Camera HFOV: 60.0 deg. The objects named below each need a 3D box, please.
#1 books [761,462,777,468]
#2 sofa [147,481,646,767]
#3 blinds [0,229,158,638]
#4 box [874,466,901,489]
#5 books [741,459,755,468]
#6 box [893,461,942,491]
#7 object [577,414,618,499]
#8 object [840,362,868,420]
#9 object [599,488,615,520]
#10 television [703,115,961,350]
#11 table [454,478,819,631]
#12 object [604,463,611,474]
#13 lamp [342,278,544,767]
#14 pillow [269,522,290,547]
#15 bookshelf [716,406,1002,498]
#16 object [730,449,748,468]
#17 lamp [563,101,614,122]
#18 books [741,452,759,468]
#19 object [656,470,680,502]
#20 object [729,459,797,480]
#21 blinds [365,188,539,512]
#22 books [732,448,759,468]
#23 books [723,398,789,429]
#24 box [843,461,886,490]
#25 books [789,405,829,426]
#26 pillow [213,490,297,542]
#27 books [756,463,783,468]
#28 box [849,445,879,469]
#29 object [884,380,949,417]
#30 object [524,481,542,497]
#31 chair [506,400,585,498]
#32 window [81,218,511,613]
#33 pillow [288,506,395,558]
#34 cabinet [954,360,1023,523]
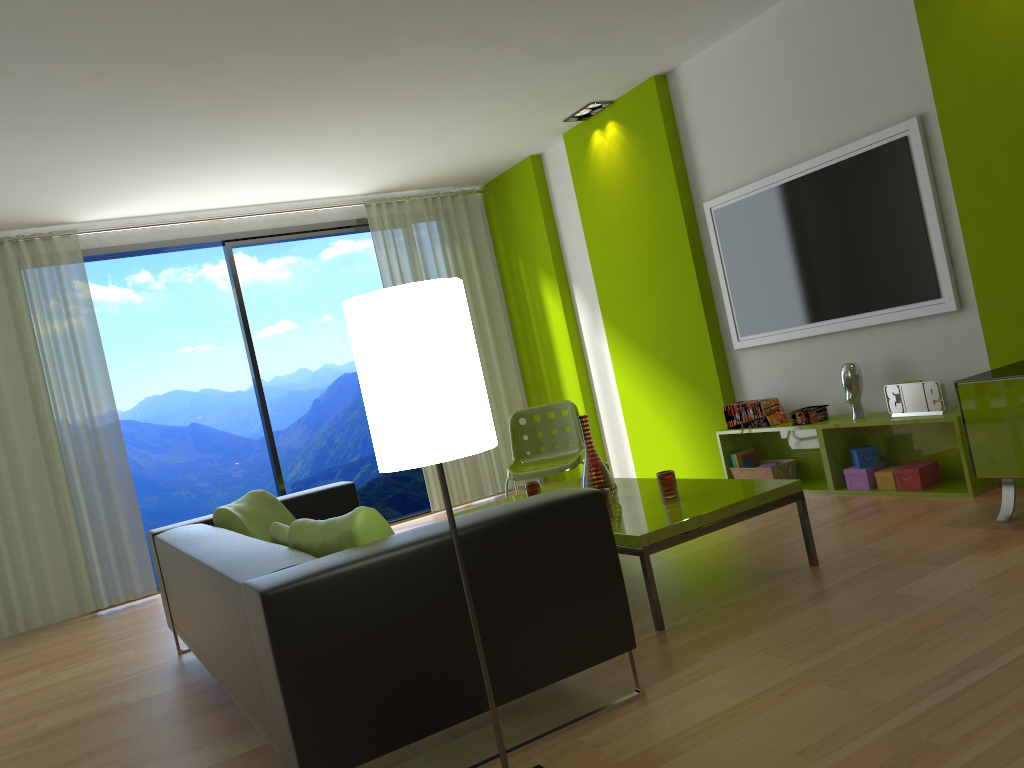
[{"bbox_3d":[1.523,0.483,5.261,0.087,0.008,0.110,-12,1,12],"label":"books"},{"bbox_3d":[-0.674,0.806,3.474,1.061,0.639,2.583,-13,1,-28],"label":"sofa"},{"bbox_3d":[-3.164,0.288,5.887,1.012,2.568,0.067,-13,1,-28],"label":"blinds"},{"bbox_3d":[1.943,0.480,4.523,0.169,0.093,0.102,-13,1,-33],"label":"box"},{"bbox_3d":[1.442,0.535,5.377,0.086,0.148,0.025,-13,1,-28],"label":"books"},{"bbox_3d":[2.003,0.457,4.378,0.202,0.116,0.135,-13,1,-33],"label":"box"},{"bbox_3d":[0.361,0.337,4.003,0.168,0.400,0.168,-13,1,-43],"label":"object"},{"bbox_3d":[1.799,0.038,4.655,0.107,0.305,0.107,-12,1,28],"label":"object"},{"bbox_3d":[0.366,0.487,3.561,0.076,0.122,0.075,-12,1,6],"label":"object"},{"bbox_3d":[1.657,-0.739,4.860,0.028,0.941,1.537,-13,1,-28],"label":"television"},{"bbox_3d":[0.440,0.700,4.058,0.810,0.349,1.682,-13,1,-28],"label":"table"},{"bbox_3d":[0.451,0.456,4.374,0.076,0.122,0.075,-12,1,6],"label":"object"},{"bbox_3d":[-0.122,0.394,2.068,0.302,1.244,0.295,-13,1,-28],"label":"lamp"},{"bbox_3d":[-0.669,0.615,3.044,0.380,0.317,0.164,-11,1,45],"label":"pillow"},{"bbox_3d":[1.804,0.375,4.809,0.306,0.378,1.630,-13,1,-28],"label":"bookshelf"},{"bbox_3d":[1.430,0.510,5.442,0.158,0.200,0.040,-13,1,-28],"label":"object"},{"bbox_3d":[0.508,-1.923,6.070,0.192,0.131,0.352,-13,1,-28],"label":"lamp"},{"bbox_3d":[1.464,0.513,5.406,0.105,0.182,0.031,-13,1,-28],"label":"books"},{"bbox_3d":[0.647,0.424,3.675,0.075,0.122,0.076,-12,1,27],"label":"object"},{"bbox_3d":[1.510,0.539,5.303,0.213,0.129,0.367,-13,1,-28],"label":"object"},{"bbox_3d":[-0.488,-0.316,7.373,1.012,2.568,0.067,-13,1,-28],"label":"blinds"},{"bbox_3d":[1.441,0.507,5.420,0.158,0.202,0.051,-13,1,-28],"label":"books"},{"bbox_3d":[1.450,0.177,5.283,0.147,0.150,0.370,-13,1,-28],"label":"books"},{"bbox_3d":[1.858,0.485,4.650,0.202,0.116,0.135,-13,1,-33],"label":"box"},{"bbox_3d":[1.648,0.174,4.924,0.164,0.078,0.172,-13,1,-30],"label":"books"},{"bbox_3d":[-1.207,0.695,4.191,0.269,0.362,0.399,-12,1,20],"label":"pillow"},{"bbox_3d":[1.536,0.497,5.246,0.143,0.025,0.182,-13,1,-28],"label":"books"},{"bbox_3d":[1.845,0.381,4.645,0.102,0.093,0.138,-12,1,7],"label":"box"},{"bbox_3d":[1.963,0.072,4.312,0.047,0.176,0.340,-13,1,-23],"label":"object"},{"bbox_3d":[0.108,0.532,4.247,0.076,0.122,0.075,-12,1,6],"label":"object"},{"bbox_3d":[0.228,0.515,5.423,0.640,0.759,0.546,-12,1,10],"label":"chair"},{"bbox_3d":[-1.751,0.050,6.918,3.336,2.498,0.219,-13,1,-28],"label":"window"},{"bbox_3d":[-0.477,0.563,2.704,0.210,0.403,0.457,-13,1,-43],"label":"pillow"},{"bbox_3d":[2.863,0.087,2.268,0.547,0.593,3.384,-13,1,-28],"label":"cabinet"}]
